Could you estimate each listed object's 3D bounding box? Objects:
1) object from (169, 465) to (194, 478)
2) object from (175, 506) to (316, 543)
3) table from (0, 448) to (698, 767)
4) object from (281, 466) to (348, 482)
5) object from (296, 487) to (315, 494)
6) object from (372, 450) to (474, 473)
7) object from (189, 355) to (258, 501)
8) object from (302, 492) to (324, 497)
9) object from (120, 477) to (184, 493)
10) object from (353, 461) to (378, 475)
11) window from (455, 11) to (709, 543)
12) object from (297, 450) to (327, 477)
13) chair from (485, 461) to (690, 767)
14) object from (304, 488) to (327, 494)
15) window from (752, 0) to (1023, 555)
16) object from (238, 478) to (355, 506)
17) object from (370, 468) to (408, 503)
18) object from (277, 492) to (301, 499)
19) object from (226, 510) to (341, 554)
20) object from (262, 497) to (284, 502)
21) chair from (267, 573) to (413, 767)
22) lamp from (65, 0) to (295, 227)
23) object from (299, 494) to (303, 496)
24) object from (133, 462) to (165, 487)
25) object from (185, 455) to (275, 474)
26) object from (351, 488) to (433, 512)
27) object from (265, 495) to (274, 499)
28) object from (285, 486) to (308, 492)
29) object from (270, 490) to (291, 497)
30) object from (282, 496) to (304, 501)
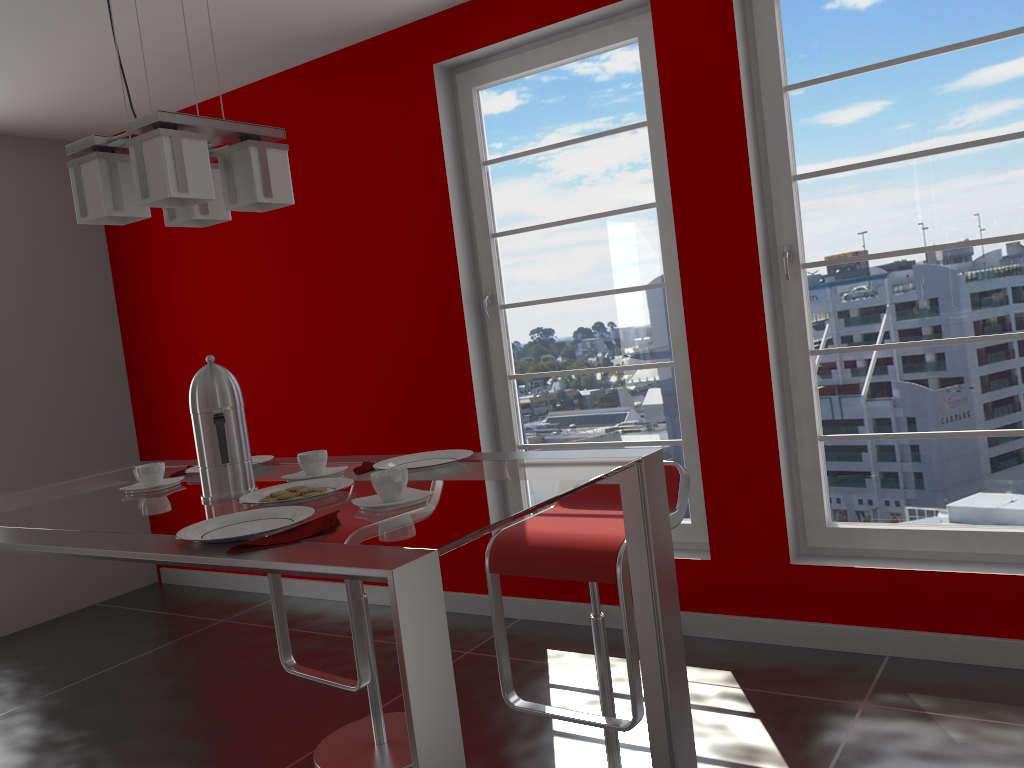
[{"bbox_3d":[-0.814,0.216,2.289,0.095,0.012,0.234,-5,5,32],"label":"object"},{"bbox_3d":[-0.420,0.226,1.409,0.217,0.015,0.217,-8,4,-20],"label":"object"},{"bbox_3d":[-0.570,0.723,1.902,1.700,1.000,0.800,-4,5,34],"label":"table"},{"bbox_3d":[-0.419,0.194,1.889,0.119,0.016,0.119,-5,5,31],"label":"object"},{"bbox_3d":[-0.390,0.200,1.671,0.034,0.006,0.036,-8,4,-19],"label":"object"},{"bbox_3d":[-0.186,0.166,1.872,0.217,0.015,0.217,-6,4,9],"label":"object"},{"bbox_3d":[-0.578,0.083,1.782,0.149,0.287,0.113,-4,5,42],"label":"object"},{"bbox_3d":[-0.371,0.206,1.647,0.036,0.006,0.034,-6,4,18],"label":"object"},{"bbox_3d":[-0.824,0.234,2.037,0.119,0.016,0.119,-6,4,14],"label":"object"},{"bbox_3d":[-0.299,0.176,1.952,0.095,0.012,0.234,-5,5,32],"label":"object"},{"bbox_3d":[0.270,-0.359,3.646,0.938,2.038,0.117,-4,5,34],"label":"window"},{"bbox_3d":[-0.425,0.170,1.895,0.062,0.049,0.078,-8,4,-16],"label":"object"},{"bbox_3d":[0.243,0.664,2.356,0.418,0.857,0.460,-4,5,36],"label":"chair"},{"bbox_3d":[-0.374,0.203,1.689,0.036,0.006,0.034,-6,4,13],"label":"object"},{"bbox_3d":[1.348,-0.442,2.923,0.938,2.038,0.117,-4,5,34],"label":"window"},{"bbox_3d":[-0.403,0.206,1.670,0.217,0.015,0.217,-8,4,-19],"label":"object"},{"bbox_3d":[-0.196,0.171,1.479,0.078,0.049,0.062,-4,5,33],"label":"object"},{"bbox_3d":[-0.412,0.206,1.635,0.034,0.006,0.036,-5,4,22],"label":"object"},{"bbox_3d":[-0.309,0.220,1.327,0.095,0.012,0.234,-4,5,34],"label":"object"},{"bbox_3d":[-0.440,0.215,1.640,0.036,0.006,0.034,-4,5,33],"label":"object"},{"bbox_3d":[-0.453,0.719,2.799,0.418,0.857,0.460,-4,5,41],"label":"chair"},{"bbox_3d":[-0.718,-0.852,1.763,0.304,1.025,0.304,-4,5,34],"label":"lamp"},{"bbox_3d":[-0.413,0.210,1.664,0.034,0.006,0.036,-10,5,-39],"label":"object"},{"bbox_3d":[-0.832,0.210,2.042,0.062,0.049,0.078,-10,5,-33],"label":"object"},{"bbox_3d":[-0.701,0.206,2.209,0.217,0.015,0.217,-9,5,-32],"label":"object"},{"bbox_3d":[-0.200,0.195,1.485,0.119,0.016,0.119,-10,5,-36],"label":"object"},{"bbox_3d":[-0.447,0.212,1.685,0.036,0.006,0.034,-10,5,-35],"label":"object"},{"bbox_3d":[-0.414,0.201,1.704,0.036,0.006,0.034,-11,5,-44],"label":"object"},{"bbox_3d":[-0.436,0.206,1.670,0.034,0.006,0.036,-9,5,-32],"label":"object"},{"bbox_3d":[-0.399,0.211,1.622,0.036,0.006,0.034,-4,5,34],"label":"object"}]
